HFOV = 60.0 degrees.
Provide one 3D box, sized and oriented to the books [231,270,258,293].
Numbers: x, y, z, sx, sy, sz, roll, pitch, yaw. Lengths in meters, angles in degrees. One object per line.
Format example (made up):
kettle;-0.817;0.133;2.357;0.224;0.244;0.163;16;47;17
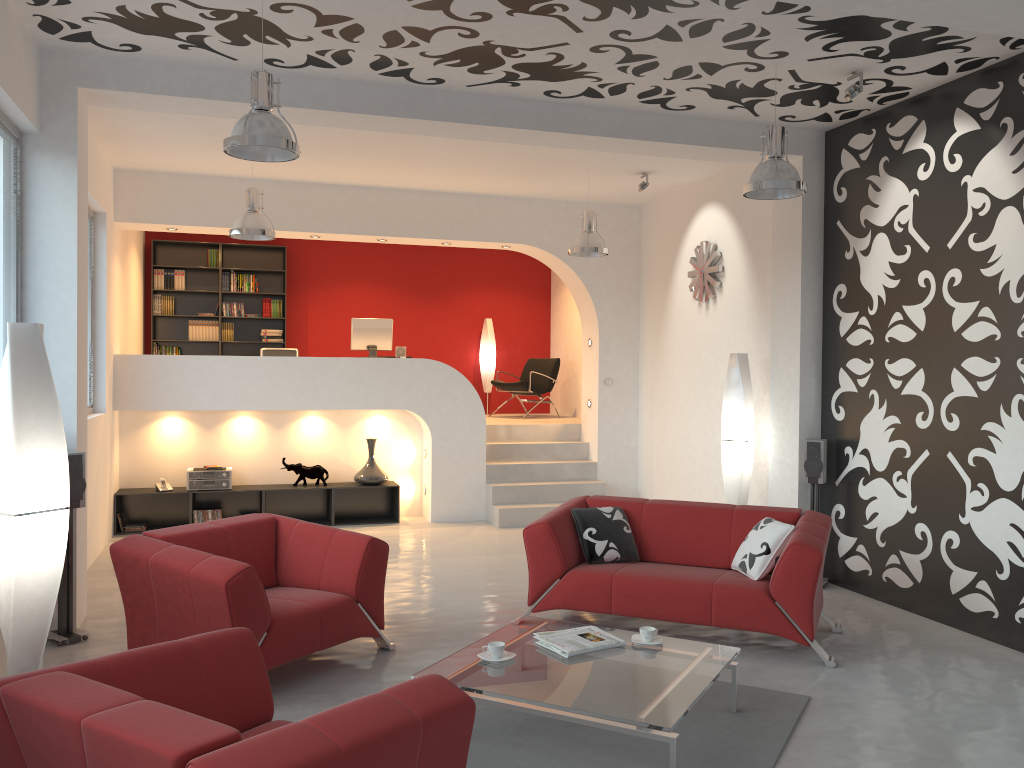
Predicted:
books;-3.481;-1.325;11.545;0.341;0.286;0.231;0;1;-17

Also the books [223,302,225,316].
books;-3.734;-0.962;11.505;0.031;0.190;0.135;0;1;-17

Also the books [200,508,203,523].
books;-3.102;1.347;8.883;0.031;0.190;0.135;0;1;-17

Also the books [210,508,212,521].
books;-3.016;1.348;8.909;0.031;0.190;0.135;0;1;-17

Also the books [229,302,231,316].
books;-3.663;-0.962;11.528;0.031;0.190;0.135;0;1;-17

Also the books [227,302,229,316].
books;-3.691;-0.962;11.519;0.031;0.190;0.135;0;1;-17

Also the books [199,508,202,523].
books;-3.116;1.347;8.878;0.031;0.190;0.135;0;1;-17

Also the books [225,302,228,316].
books;-3.706;-0.962;11.514;0.031;0.190;0.135;0;1;-17

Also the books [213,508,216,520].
books;-2.987;1.348;8.918;0.031;0.190;0.135;0;1;-17

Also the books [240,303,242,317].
books;-3.534;-0.961;11.568;0.031;0.190;0.135;0;1;-17

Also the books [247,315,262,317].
books;-3.379;-0.888;11.617;0.190;0.015;0.135;0;1;-17

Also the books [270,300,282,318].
books;-3.112;-0.984;11.689;0.146;0.240;0.170;0;1;-17

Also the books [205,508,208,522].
books;-3.059;1.348;8.896;0.031;0.190;0.135;0;1;-17

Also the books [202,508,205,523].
books;-3.088;1.347;8.887;0.031;0.190;0.135;0;1;-17

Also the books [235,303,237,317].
books;-3.591;-0.961;11.550;0.031;0.190;0.135;0;1;-17

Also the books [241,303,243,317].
books;-3.519;-0.961;11.572;0.031;0.190;0.135;0;1;-17

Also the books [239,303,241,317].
books;-3.548;-0.961;11.563;0.031;0.190;0.135;0;1;-17

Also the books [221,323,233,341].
books;-3.693;-0.671;11.514;0.146;0.240;0.170;0;1;-17

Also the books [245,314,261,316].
books;-3.388;-0.903;11.614;0.190;0.015;0.135;0;1;-12

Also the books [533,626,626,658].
books;0.321;1.241;4.289;0.367;0.035;0.345;0;1;-27

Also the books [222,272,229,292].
books;-3.714;-1.311;11.498;0.090;0.256;0.181;0;1;-17

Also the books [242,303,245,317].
books;-3.505;-0.961;11.576;0.031;0.190;0.135;0;1;-17

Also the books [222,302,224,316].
books;-3.749;-0.962;11.501;0.031;0.190;0.135;0;1;-17

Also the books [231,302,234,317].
books;-3.634;-0.962;11.536;0.031;0.190;0.135;0;1;-17

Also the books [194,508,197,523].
books;-3.159;1.347;8.865;0.031;0.190;0.135;0;1;-17

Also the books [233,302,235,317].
books;-3.620;-0.961;11.541;0.031;0.190;0.135;0;1;-17

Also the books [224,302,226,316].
books;-3.720;-0.962;11.510;0.031;0.190;0.135;0;1;-17

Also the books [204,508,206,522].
books;-3.073;1.347;8.892;0.031;0.190;0.135;0;1;-17

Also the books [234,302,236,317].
books;-3.605;-0.961;11.545;0.031;0.190;0.135;0;1;-17

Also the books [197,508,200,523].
books;-3.131;1.347;8.874;0.031;0.190;0.135;0;1;-17

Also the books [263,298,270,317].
books;-3.227;-0.992;11.654;0.090;0.256;0.181;0;1;-17

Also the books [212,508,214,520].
books;-3.002;1.348;8.914;0.031;0.190;0.135;0;1;-17

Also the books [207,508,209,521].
books;-3.045;1.348;8.900;0.031;0.190;0.135;0;1;-17

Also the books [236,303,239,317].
books;-3.577;-0.961;11.554;0.031;0.190;0.135;0;1;-17

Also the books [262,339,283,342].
books;-3.147;-0.568;11.661;0.260;0.040;0.200;0;1;-16

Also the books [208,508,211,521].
books;-3.030;1.348;8.905;0.031;0.190;0.135;0;1;-17

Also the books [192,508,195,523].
books;-3.174;1.347;8.860;0.031;0.190;0.135;0;1;-17

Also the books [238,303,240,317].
books;-3.562;-0.961;11.559;0.031;0.190;0.135;0;1;-17

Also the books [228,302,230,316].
books;-3.677;-0.962;11.523;0.031;0.190;0.135;0;1;-17

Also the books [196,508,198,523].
books;-3.145;1.347;8.869;0.031;0.190;0.135;0;1;-17

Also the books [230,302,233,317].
books;-3.648;-0.962;11.532;0.031;0.190;0.135;0;1;-17
